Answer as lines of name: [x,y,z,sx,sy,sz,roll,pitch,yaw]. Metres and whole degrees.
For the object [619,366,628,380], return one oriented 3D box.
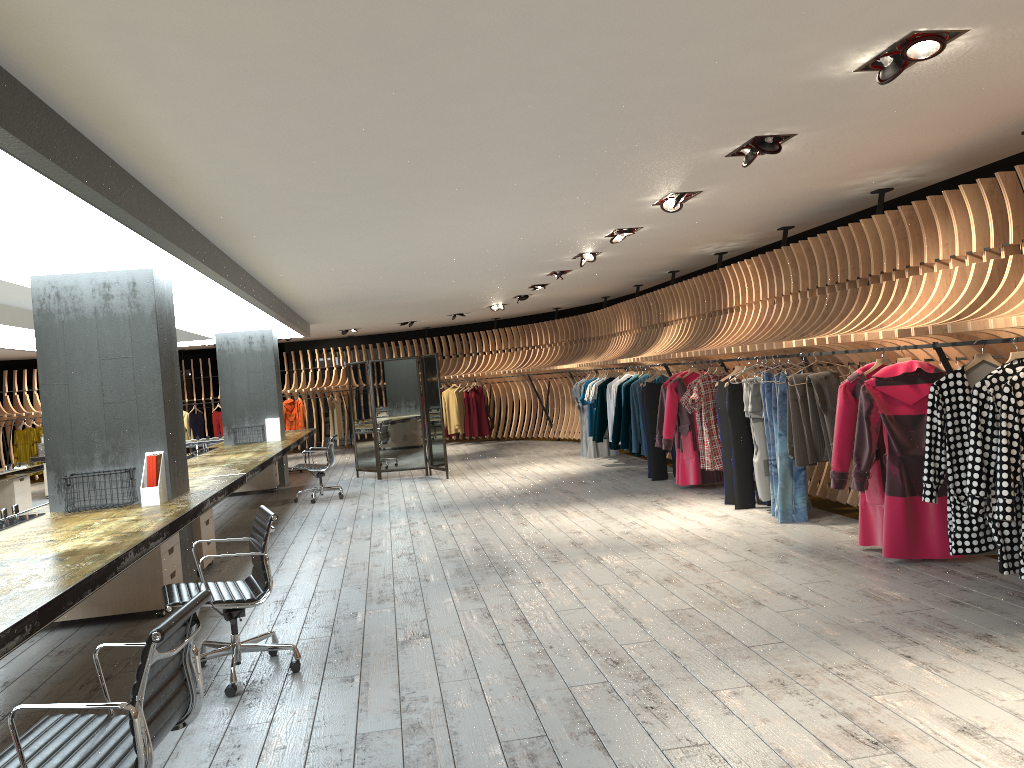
object: [1.657,-0.126,12.763,0.525,0.270,0.012,-5,0,-3]

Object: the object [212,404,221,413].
object: [-6.980,0.538,21.092,0.525,0.270,0.012,-5,0,37]

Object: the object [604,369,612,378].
object: [1.513,-0.112,13.808,0.524,0.285,0.013,-5,0,-13]

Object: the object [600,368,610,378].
object: [1.471,-0.118,13.996,0.525,0.270,0.012,-5,0,-3]

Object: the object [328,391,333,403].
object: [-4.332,0.308,21.235,0.012,0.270,0.525,-5,0,7]

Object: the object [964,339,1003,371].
object: [2.774,-0.130,5.216,0.525,0.270,0.012,-5,0,12]

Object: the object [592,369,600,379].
object: [1.405,-0.120,14.539,0.525,0.270,0.012,-5,0,-23]

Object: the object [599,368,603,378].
object: [1.447,-0.118,14.235,0.525,0.270,0.012,-5,0,17]

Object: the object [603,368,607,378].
object: [1.507,-0.114,13.913,0.524,0.291,0.013,-5,0,-13]

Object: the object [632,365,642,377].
object: [1.737,-0.122,12.201,0.525,0.270,0.012,-5,0,-3]

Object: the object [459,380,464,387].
object: [-1.132,0.039,19.819,0.012,0.270,0.525,-5,0,32]

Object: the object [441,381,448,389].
object: [-1.538,0.075,20.150,0.525,0.270,0.012,-5,0,-43]

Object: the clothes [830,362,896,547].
clothes: [2.663,0.495,6.241,0.839,1.312,0.321,-5,0,11]

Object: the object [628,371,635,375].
object: [1.691,-0.126,12.532,0.525,0.270,0.012,-5,0,-8]

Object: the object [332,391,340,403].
object: [-4.202,0.297,21.237,0.012,0.270,0.525,-5,0,12]

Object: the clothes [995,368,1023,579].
clothes: [2.877,0.435,4.686,0.773,1.161,0.191,-5,0,-18]

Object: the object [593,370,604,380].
object: [1.429,-0.109,14.097,0.523,0.289,0.015,-5,0,2]

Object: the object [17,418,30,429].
object: [-10.389,0.865,18.877,0.525,0.270,0.012,-5,0,22]

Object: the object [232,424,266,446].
object: [-4.117,0.802,13.905,0.459,0.289,0.329,-5,0,-6]

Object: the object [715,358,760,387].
object: [2.244,-0.126,8.725,0.525,0.270,0.012,-5,0,32]

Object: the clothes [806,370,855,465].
clothes: [2.591,0.277,7.230,0.336,0.776,0.255,-5,0,7]

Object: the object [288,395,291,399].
object: [-5.351,0.394,21.314,0.012,0.270,0.525,-5,0,22]

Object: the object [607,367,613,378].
object: [1.525,-0.110,13.520,0.524,0.284,0.014,-5,0,2]

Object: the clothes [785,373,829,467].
clothes: [2.446,0.295,7.384,0.278,0.767,0.263,-5,0,-1]

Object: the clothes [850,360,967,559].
clothes: [2.706,0.494,5.956,0.839,1.312,0.321,-5,0,21]

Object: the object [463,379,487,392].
object: [-0.823,0.019,19.566,0.525,0.270,0.012,-5,0,-8]

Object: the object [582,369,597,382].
object: [1.333,-0.117,14.842,0.525,0.270,0.012,-5,0,-18]

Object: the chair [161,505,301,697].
chair: [-1.548,1.137,4.740,0.668,0.859,0.693,-5,0,-32]

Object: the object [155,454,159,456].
object: [-2.673,0.714,6.698,0.045,0.359,0.207,-5,0,-8]

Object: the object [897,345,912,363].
object: [2.635,-0.125,5.942,0.525,0.270,0.012,-5,0,22]

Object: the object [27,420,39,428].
object: [-10.278,0.853,19.022,0.525,0.270,0.012,-5,0,22]

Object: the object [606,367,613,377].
object: [1.514,-0.122,13.693,0.525,0.270,0.012,-5,0,-23]

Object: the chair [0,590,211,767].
chair: [-1.240,1.134,2.685,0.668,0.859,0.693,-5,0,-12]

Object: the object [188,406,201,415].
object: [-7.486,0.582,20.932,0.012,0.270,0.525,-5,0,17]

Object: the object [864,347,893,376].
object: [2.623,-0.128,6.266,0.525,0.270,0.012,-5,0,12]

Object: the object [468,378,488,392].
object: [-0.754,0.014,19.492,0.525,0.270,0.012,-5,0,-33]

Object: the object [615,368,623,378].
object: [1.601,-0.117,13.133,0.525,0.270,0.012,-5,0,-3]

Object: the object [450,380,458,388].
object: [-1.298,0.052,19.966,0.525,0.270,0.012,-5,0,-8]

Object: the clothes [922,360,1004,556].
clothes: [2.802,0.435,5.197,0.772,1.161,0.191,-5,0,12]

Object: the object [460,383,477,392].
object: [-0.945,0.029,19.670,0.525,0.270,0.012,-5,0,-33]

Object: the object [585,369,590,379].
object: [1.320,-0.117,14.986,0.525,0.270,0.012,-5,0,7]

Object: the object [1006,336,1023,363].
object: [2.793,-0.128,4.890,0.525,0.270,0.012,-5,0,-8]

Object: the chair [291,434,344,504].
chair: [-2.667,1.150,12.077,0.668,0.859,0.693,-5,0,-12]

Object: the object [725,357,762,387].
object: [2.283,-0.127,8.515,0.525,0.270,0.012,-5,0,-8]

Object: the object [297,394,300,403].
object: [-5.123,0.374,21.312,0.012,0.270,0.525,-5,0,-28]

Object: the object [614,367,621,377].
object: [1.596,-0.118,13.261,0.525,0.270,0.012,-5,0,-8]

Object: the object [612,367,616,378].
object: [1.572,-0.117,13.340,0.525,0.270,0.012,-5,0,-8]

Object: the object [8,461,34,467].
object: [-7.122,1.181,12.874,0.302,0.074,0.216,-5,1,-14]

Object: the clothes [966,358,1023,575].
clothes: [2.857,0.434,4.910,0.773,1.161,0.191,-5,0,-8]

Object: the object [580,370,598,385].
object: [1.361,-0.118,14.708,0.525,0.270,0.012,-5,0,7]
